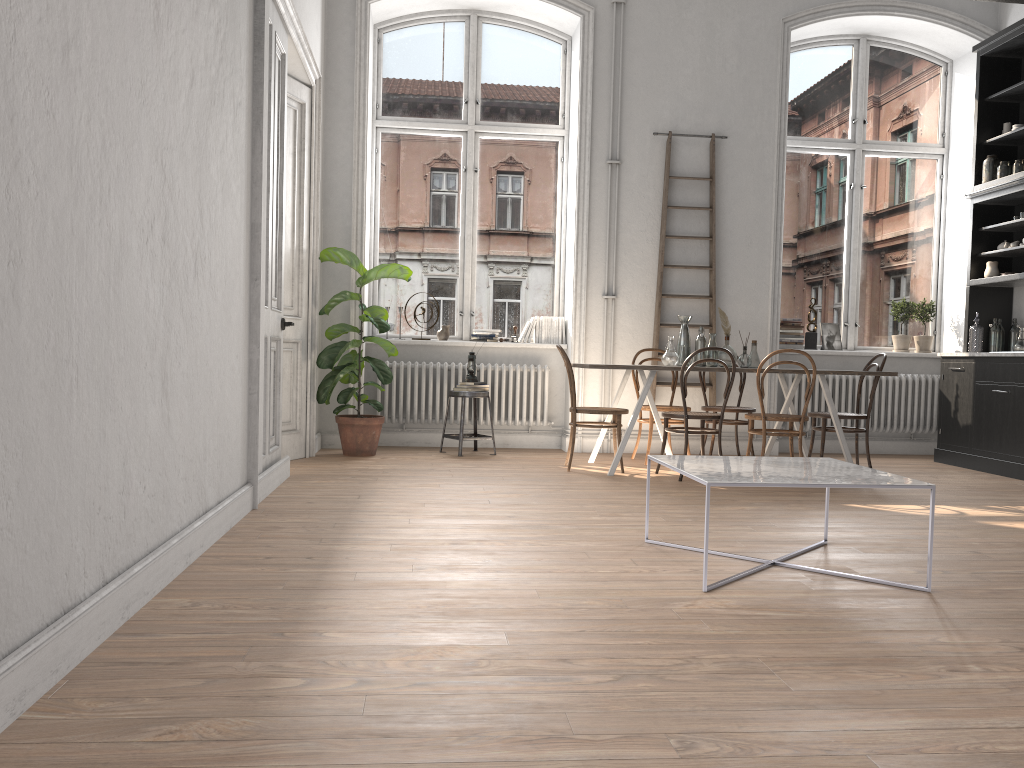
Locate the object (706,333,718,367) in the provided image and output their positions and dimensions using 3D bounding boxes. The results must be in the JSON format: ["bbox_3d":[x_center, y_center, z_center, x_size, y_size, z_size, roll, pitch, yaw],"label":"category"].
[{"bbox_3d":[1.532,-0.258,6.780,0.098,0.255,0.100,0,2,-29],"label":"object"}]

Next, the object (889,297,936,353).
[{"bbox_3d":[3.770,-0.556,8.355,0.500,0.524,0.234,1,2,-16],"label":"object"}]

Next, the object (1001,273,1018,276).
[{"bbox_3d":[4.151,-0.897,7.360,0.180,0.037,0.180,1,2,-21],"label":"object"}]

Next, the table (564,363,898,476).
[{"bbox_3d":[1.556,0.263,6.687,2.200,0.780,1.100,1,2,-6],"label":"table"}]

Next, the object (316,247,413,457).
[{"bbox_3d":[1.345,-0.286,7.074,5.827,1.843,0.791,1,2,0],"label":"object"}]

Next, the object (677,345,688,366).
[{"bbox_3d":[1.286,-0.213,6.684,0.083,0.158,0.083,1,2,-10],"label":"object"}]

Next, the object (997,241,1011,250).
[{"bbox_3d":[4.169,-1.160,7.494,0.140,0.100,0.125,1,2,-24],"label":"object"}]

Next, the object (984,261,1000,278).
[{"bbox_3d":[4.067,-0.959,7.507,0.127,0.144,0.115,0,2,-27],"label":"object"}]

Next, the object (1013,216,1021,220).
[{"bbox_3d":[4.145,-1.344,7.263,0.071,0.047,0.071,3,2,32],"label":"object"}]

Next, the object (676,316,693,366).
[{"bbox_3d":[1.319,-0.329,6.796,0.116,0.383,0.116,2,2,6],"label":"object"}]

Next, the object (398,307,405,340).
[{"bbox_3d":[-0.989,-0.537,7.853,0.095,0.289,0.095,2,2,17],"label":"object"}]

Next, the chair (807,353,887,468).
[{"bbox_3d":[2.530,0.218,6.734,0.549,0.921,0.437,2,2,7],"label":"chair"}]

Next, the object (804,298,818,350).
[{"bbox_3d":[2.790,-0.560,8.257,0.122,0.488,0.102,2,2,19],"label":"object"}]

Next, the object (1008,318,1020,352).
[{"bbox_3d":[4.247,-0.403,7.500,0.086,0.301,0.086,3,3,40],"label":"object"}]

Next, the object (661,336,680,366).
[{"bbox_3d":[1.171,-0.243,6.544,0.132,0.219,0.132,1,2,-16],"label":"object"}]

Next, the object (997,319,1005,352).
[{"bbox_3d":[4.173,-0.408,7.599,0.086,0.301,0.086,2,2,9],"label":"object"}]

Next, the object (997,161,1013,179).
[{"bbox_3d":[4.084,-1.760,7.349,0.114,0.155,0.114,1,2,-2],"label":"object"}]

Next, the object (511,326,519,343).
[{"bbox_3d":[0.029,-0.445,7.936,0.048,0.153,0.088,0,3,-36],"label":"object"}]

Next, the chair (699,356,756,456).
[{"bbox_3d":[1.768,0.181,7.294,0.438,0.921,0.549,2,2,1],"label":"chair"}]

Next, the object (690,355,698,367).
[{"bbox_3d":[1.354,-0.177,6.597,0.058,0.094,0.058,2,2,23],"label":"object"}]

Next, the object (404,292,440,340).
[{"bbox_3d":[-0.800,-0.602,7.889,0.347,0.425,0.087,3,2,27],"label":"object"}]

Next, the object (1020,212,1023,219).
[{"bbox_3d":[4.147,-1.353,7.179,0.064,0.069,0.064,3,3,42],"label":"object"}]

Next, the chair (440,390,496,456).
[{"bbox_3d":[-0.360,0.319,7.395,0.364,0.523,0.360,0,2,-32],"label":"chair"}]

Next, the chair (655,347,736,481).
[{"bbox_3d":[1.289,0.201,6.224,0.438,0.921,0.549,1,2,-10],"label":"chair"}]

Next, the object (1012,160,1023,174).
[{"bbox_3d":[4.148,-1.752,7.253,0.096,0.150,0.096,1,2,-17],"label":"object"}]

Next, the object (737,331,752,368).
[{"bbox_3d":[1.765,-0.265,6.720,0.107,0.283,0.106,1,2,-11],"label":"object"}]

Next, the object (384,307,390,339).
[{"bbox_3d":[-1.111,-0.542,7.899,0.095,0.289,0.095,3,2,26],"label":"object"}]

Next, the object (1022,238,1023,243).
[{"bbox_3d":[4.162,-1.153,7.186,0.039,0.055,0.049,2,2,15],"label":"object"}]

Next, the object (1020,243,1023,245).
[{"bbox_3d":[4.161,-1.128,7.183,0.085,0.016,0.085,3,2,35],"label":"object"}]

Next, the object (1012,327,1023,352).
[{"bbox_3d":[4.237,-0.360,7.374,0.132,0.219,0.120,1,2,-5],"label":"object"}]

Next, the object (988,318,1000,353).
[{"bbox_3d":[4.085,-0.407,7.512,0.086,0.301,0.086,1,2,-20],"label":"object"}]

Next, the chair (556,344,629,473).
[{"bbox_3d":[0.589,0.172,6.567,0.549,0.921,0.437,2,2,3],"label":"chair"}]

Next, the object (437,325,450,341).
[{"bbox_3d":[-0.612,-0.456,7.910,0.100,0.142,0.102,0,2,-31],"label":"object"}]

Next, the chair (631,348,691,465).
[{"bbox_3d":[1.205,0.170,7.159,0.438,0.921,0.549,1,2,-8],"label":"chair"}]

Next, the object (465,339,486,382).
[{"bbox_3d":[-0.312,-0.208,7.444,0.163,0.383,0.154,0,3,-32],"label":"object"}]

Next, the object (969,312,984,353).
[{"bbox_3d":[3.962,-0.439,7.564,0.109,0.349,0.109,0,2,-24],"label":"object"}]

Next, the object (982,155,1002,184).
[{"bbox_3d":[4.051,-1.806,7.487,0.118,0.238,0.118,1,2,-20],"label":"object"}]

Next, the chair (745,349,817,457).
[{"bbox_3d":[1.874,0.216,6.245,0.438,0.921,0.549,2,2,5],"label":"chair"}]

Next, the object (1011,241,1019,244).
[{"bbox_3d":[4.156,-1.160,7.334,0.055,0.047,0.058,2,2,9],"label":"object"}]

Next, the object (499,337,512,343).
[{"bbox_3d":[-0.063,-0.398,7.986,0.088,0.048,0.153,3,2,34],"label":"object"}]

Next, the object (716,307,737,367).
[{"bbox_3d":[1.607,-0.347,6.622,0.156,0.446,0.157,2,2,12],"label":"object"}]

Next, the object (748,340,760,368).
[{"bbox_3d":[1.857,-0.229,6.806,0.101,0.212,0.101,3,3,34],"label":"object"}]

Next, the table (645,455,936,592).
[{"bbox_3d":[1.065,0.536,3.595,0.849,0.392,0.849,1,2,-6],"label":"table"}]

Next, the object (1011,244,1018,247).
[{"bbox_3d":[4.155,-1.140,7.335,0.058,0.033,0.055,0,2,-31],"label":"object"}]

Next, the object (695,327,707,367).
[{"bbox_3d":[1.426,-0.282,6.696,0.086,0.301,0.086,1,2,-20],"label":"object"}]
